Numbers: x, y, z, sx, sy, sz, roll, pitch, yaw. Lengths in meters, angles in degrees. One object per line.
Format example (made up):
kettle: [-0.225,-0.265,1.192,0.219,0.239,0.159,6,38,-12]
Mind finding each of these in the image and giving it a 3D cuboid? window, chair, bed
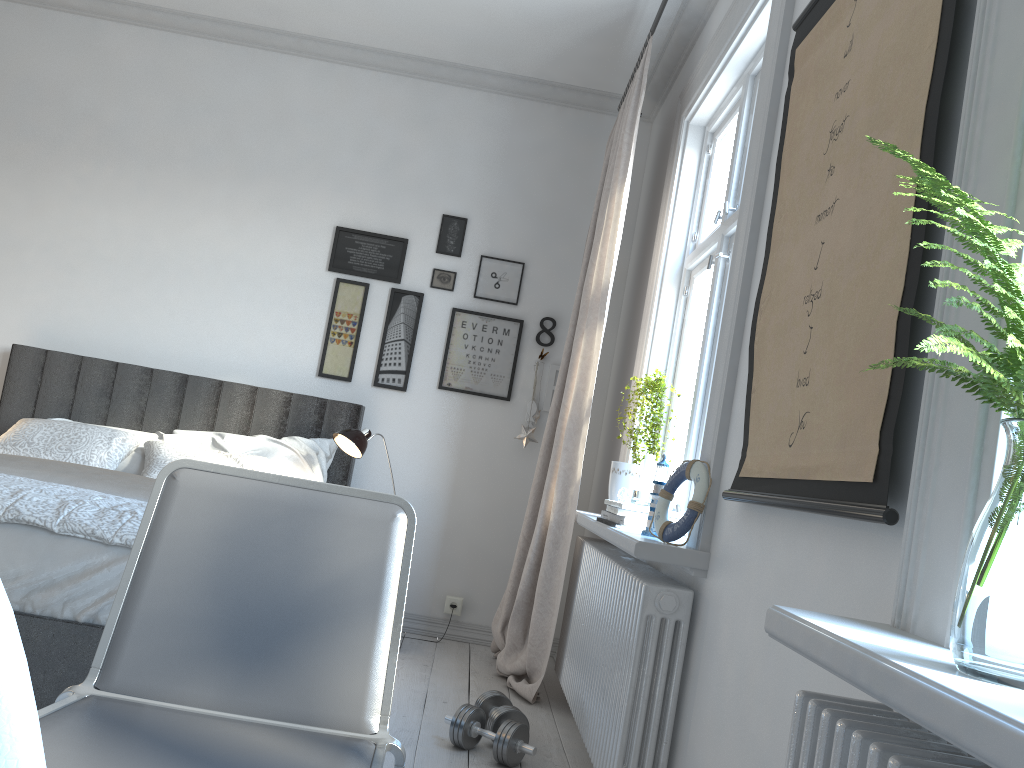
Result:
window: [2.190,0.091,6.284,11.967,7.000,7.990,10,-5,-2]
chair: [-0.267,0.433,0.119,0.475,0.823,0.554,13,-6,-37]
chair: [-0.413,0.520,1.162,0.562,0.796,0.525,10,-5,-2]
bed: [-1.579,0.382,3.207,1.888,1.045,2.179,10,-5,-2]
window: [13.417,0.885,11.418,26.547,15.000,25.678,10,-5,-2]

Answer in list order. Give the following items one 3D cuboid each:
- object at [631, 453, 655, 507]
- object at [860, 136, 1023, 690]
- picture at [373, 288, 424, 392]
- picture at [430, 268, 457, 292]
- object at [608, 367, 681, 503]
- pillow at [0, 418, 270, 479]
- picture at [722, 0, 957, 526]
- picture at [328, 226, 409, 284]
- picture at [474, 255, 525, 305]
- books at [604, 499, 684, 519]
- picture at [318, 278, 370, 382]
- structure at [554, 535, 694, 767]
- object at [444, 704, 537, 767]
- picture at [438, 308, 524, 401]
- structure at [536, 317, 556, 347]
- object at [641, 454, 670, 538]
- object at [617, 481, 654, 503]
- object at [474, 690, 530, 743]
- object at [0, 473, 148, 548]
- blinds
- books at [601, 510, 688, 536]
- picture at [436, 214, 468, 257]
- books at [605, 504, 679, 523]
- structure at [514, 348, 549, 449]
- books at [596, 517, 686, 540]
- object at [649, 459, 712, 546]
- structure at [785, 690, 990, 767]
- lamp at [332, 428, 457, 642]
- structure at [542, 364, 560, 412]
object: [0.433,0.307,2.856,0.074,0.173,0.075,6,-6,43]
object: [0.543,0.016,0.896,0.414,0.564,0.305,7,-5,32]
picture: [-0.566,-0.222,4.437,0.165,0.504,0.020,10,-4,-2]
picture: [-0.345,-0.525,4.471,0.119,0.098,0.010,10,-4,-2]
object: [0.481,0.221,3.218,0.217,0.573,0.385,12,-5,-21]
pillow: [-1.549,0.316,3.644,1.147,0.225,0.416,11,-5,-9]
picture: [0.622,-0.414,1.665,0.057,1.311,0.794,10,-5,-2]
picture: [-0.722,-0.649,4.459,0.366,0.231,0.020,10,-4,-2]
picture: [-0.064,-0.524,4.484,0.225,0.220,0.010,10,-4,-2]
books: [0.415,0.391,2.777,0.203,0.015,0.269,10,-5,-5]
picture: [-0.839,-0.271,4.428,0.165,0.504,0.020,10,-4,-2]
structure: [0.343,0.835,2.873,0.195,0.546,1.508,10,-5,-2]
object: [-0.069,1.070,2.705,0.328,0.128,0.129,7,-6,33]
picture: [-0.154,-0.148,4.451,0.365,0.414,0.021,10,-4,-2]
structure: [0.174,-0.263,4.470,0.096,0.150,0.014,10,-4,-2]
object: [0.413,0.313,2.499,0.060,0.234,0.059,6,-6,40]
object: [0.417,0.400,3.024,0.196,0.165,0.059,14,-6,-42]
object: [-0.037,1.093,2.890,0.129,0.128,0.329,11,-5,-17]
object: [-1.542,0.271,2.369,1.460,0.104,0.405,10,-5,-2]
blinds: [0.233,-0.061,3.785,0.225,2.643,0.832,10,-4,-2]
books: [0.413,0.436,2.787,0.207,0.024,0.263,11,-5,-9]
picture: [-0.304,-0.751,4.488,0.128,0.201,0.011,10,-4,-2]
books: [0.411,0.411,2.780,0.207,0.022,0.254,10,-5,-1]
structure: [0.106,0.072,4.422,0.134,0.513,0.078,11,-4,-14]
books: [0.398,0.450,2.773,0.219,0.013,0.273,10,-5,-5]
object: [0.436,0.303,2.291,0.079,0.227,0.236,11,-5,-16]
structure: [0.454,0.625,0.451,0.195,0.546,1.508,10,-5,-2]
lamp: [-0.512,0.705,4.021,0.801,0.935,0.450,12,-5,-20]
structure: [0.245,0.030,4.457,0.146,0.239,0.024,10,-4,-2]
